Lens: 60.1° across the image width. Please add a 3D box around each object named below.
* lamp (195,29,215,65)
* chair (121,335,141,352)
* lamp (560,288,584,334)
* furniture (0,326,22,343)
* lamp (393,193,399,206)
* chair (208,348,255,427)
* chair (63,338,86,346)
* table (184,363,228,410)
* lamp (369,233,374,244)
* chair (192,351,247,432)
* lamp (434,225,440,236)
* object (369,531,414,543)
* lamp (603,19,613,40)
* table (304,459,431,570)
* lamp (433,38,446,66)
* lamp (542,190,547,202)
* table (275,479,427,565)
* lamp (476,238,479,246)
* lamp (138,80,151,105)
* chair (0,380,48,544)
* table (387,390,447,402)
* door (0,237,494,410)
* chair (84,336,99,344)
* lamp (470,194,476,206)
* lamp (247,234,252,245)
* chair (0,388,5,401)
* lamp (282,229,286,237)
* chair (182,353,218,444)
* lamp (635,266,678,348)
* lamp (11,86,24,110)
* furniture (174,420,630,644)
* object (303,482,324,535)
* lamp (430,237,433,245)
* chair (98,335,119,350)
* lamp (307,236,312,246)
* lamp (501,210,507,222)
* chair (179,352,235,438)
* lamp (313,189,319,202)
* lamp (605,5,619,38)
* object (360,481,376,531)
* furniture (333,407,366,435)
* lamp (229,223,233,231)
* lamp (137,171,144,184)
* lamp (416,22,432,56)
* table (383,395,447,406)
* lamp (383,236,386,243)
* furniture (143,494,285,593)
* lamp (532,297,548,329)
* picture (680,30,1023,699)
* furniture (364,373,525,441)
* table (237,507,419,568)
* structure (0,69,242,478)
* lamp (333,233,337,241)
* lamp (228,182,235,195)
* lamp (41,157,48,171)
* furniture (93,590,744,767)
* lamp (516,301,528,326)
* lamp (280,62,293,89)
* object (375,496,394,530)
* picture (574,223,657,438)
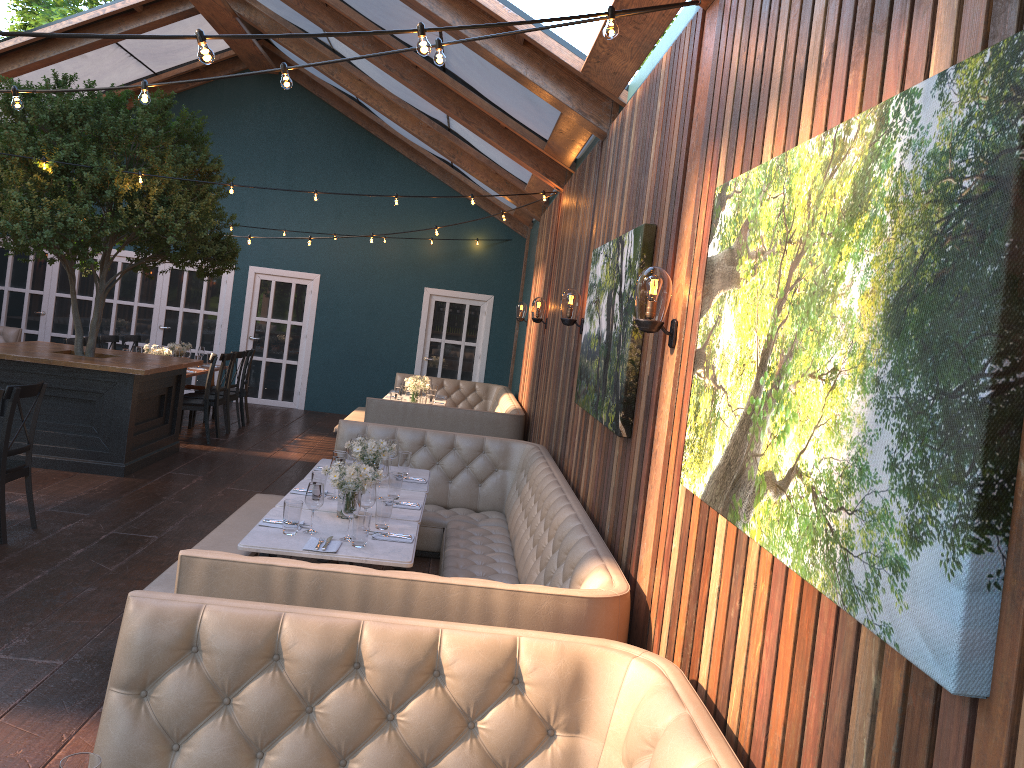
[{"bbox_3d":[-1.041,-1.144,3.004,0.071,0.116,0.056,7,1,19],"label":"lamp"},{"bbox_3d":[-5.015,-0.128,11.943,0.540,1.020,0.477,7,1,2],"label":"chair"},{"bbox_3d":[0.428,-0.523,6.314,0.178,0.320,0.146,7,1,-3],"label":"lamp"},{"bbox_3d":[-7.968,-0.334,10.900,1.708,0.858,4.168,7,4,-3],"label":"furniture"},{"bbox_3d":[-1.111,-1.780,8.536,0.056,0.121,0.056,7,1,-21],"label":"lamp"},{"bbox_3d":[-3.807,0.015,12.009,0.539,1.020,0.478,7,1,-8],"label":"chair"},{"bbox_3d":[-4.942,-0.002,10.264,0.539,1.020,0.478,7,1,-3],"label":"chair"},{"bbox_3d":[-4.402,0.150,11.125,0.950,0.729,2.437,7,4,-3],"label":"table"},{"bbox_3d":[-1.533,-1.594,9.684,0.056,0.121,0.056,7,1,-26],"label":"lamp"},{"bbox_3d":[-3.777,0.057,11.450,0.539,1.020,0.477,7,1,2],"label":"chair"},{"bbox_3d":[-0.802,-1.639,9.467,0.056,0.118,0.066,7,1,-27],"label":"lamp"},{"bbox_3d":[-0.617,0.757,4.428,0.255,0.019,0.158,7,4,-3],"label":"object"},{"bbox_3d":[0.409,-1.492,3.677,0.056,0.121,0.056,7,1,18],"label":"lamp"},{"bbox_3d":[-0.999,0.947,6.035,0.798,0.672,0.800,7,2,-4],"label":"table"},{"bbox_3d":[-0.314,-1.458,3.887,0.056,0.120,0.056,8,1,39],"label":"lamp"},{"bbox_3d":[0.334,-1.912,9.011,0.056,0.120,0.056,7,1,26],"label":"lamp"},{"bbox_3d":[-0.956,1.009,5.220,0.798,0.672,0.800,7,2,-3],"label":"table"},{"bbox_3d":[-0.554,-2.301,14.327,0.056,0.121,0.056,7,1,-21],"label":"lamp"},{"bbox_3d":[-1.779,-1.416,4.296,0.056,0.121,0.056,7,1,18],"label":"lamp"},{"bbox_3d":[-3.482,0.479,5.905,0.539,1.020,0.478,7,1,-3],"label":"chair"},{"bbox_3d":[-1.321,0.487,12.089,0.798,0.672,0.800,7,2,-4],"label":"table"},{"bbox_3d":[-4.477,-0.828,14.327,8.167,2.210,0.174,7,0,-3],"label":"door"},{"bbox_3d":[-5.020,-0.050,10.821,0.539,1.020,0.478,7,1,-8],"label":"chair"},{"bbox_3d":[-0.387,-1.827,8.761,0.064,0.118,0.056,7,1,6],"label":"lamp"},{"bbox_3d":[-2.999,-1.647,10.108,0.056,0.121,0.056,7,1,5],"label":"lamp"},{"bbox_3d":[-3.452,0.521,5.345,0.539,1.020,0.478,7,1,-8],"label":"chair"},{"bbox_3d":[-3.437,-2.288,13.369,0.060,0.119,0.056,7,1,21],"label":"lamp"},{"bbox_3d":[-3.736,0.141,10.313,0.538,1.020,0.479,7,1,-20],"label":"chair"},{"bbox_3d":[0.575,-0.313,3.549,0.178,0.320,0.146,7,1,-3],"label":"lamp"},{"bbox_3d":[-2.521,-1.455,4.507,0.067,0.117,0.057,6,1,-40],"label":"lamp"},{"bbox_3d":[-0.509,0.967,5.242,1.708,0.858,4.168,7,4,-3],"label":"furniture"},{"bbox_3d":[-0.973,0.607,4.335,0.092,0.244,0.092,7,1,0],"label":"object"},{"bbox_3d":[-1.276,-2.275,14.089,0.056,0.120,0.056,7,1,18],"label":"lamp"},{"bbox_3d":[-5.064,-0.095,11.379,0.539,1.020,0.477,7,1,2],"label":"chair"},{"bbox_3d":[-2.266,-1.601,9.909,0.056,0.121,0.056,7,1,-27],"label":"lamp"},{"bbox_3d":[-0.086,-1.758,9.260,0.074,0.115,0.056,7,1,3],"label":"lamp"},{"bbox_3d":[-3.747,0.100,10.890,0.539,1.020,0.478,7,1,-3],"label":"chair"},{"bbox_3d":[-1.830,-1.762,8.272,0.056,0.117,0.068,7,1,-6],"label":"lamp"},{"bbox_3d":[0.391,-1.414,3.460,0.062,0.119,0.056,7,1,-20],"label":"lamp"},{"bbox_3d":[-0.744,0.622,4.514,0.092,0.244,0.092,8,1,45],"label":"object"},{"bbox_3d":[-1.960,0.605,11.249,0.312,0.398,2.334,7,4,-4],"label":"furniture"},{"bbox_3d":[-4.160,-2.329,13.123,0.056,0.121,0.056,6,1,-42],"label":"lamp"},{"bbox_3d":[-3.262,-1.814,7.775,0.060,0.119,0.056,7,1,-18],"label":"lamp"},{"bbox_3d":[-0.320,-1.258,3.232,0.060,0.119,0.056,7,1,19],"label":"lamp"},{"bbox_3d":[-1.278,0.549,11.274,0.798,0.672,0.800,7,2,-3],"label":"table"},{"bbox_3d":[-1.990,-2.263,13.856,0.056,0.119,0.061,7,1,-3],"label":"lamp"},{"bbox_3d":[-1.638,1.066,5.184,0.312,0.398,2.334,7,4,-4],"label":"furniture"},{"bbox_3d":[0.282,-0.731,9.057,0.178,0.320,0.146,7,1,-3],"label":"lamp"},{"bbox_3d":[0.687,-0.096,2.119,0.065,0.997,1.654,7,3,-4],"label":"picture"},{"bbox_3d":[-0.830,0.508,11.274,1.708,0.858,4.168,7,4,-3],"label":"furniture"},{"bbox_3d":[-0.912,1.071,4.405,0.798,0.672,0.800,7,2,-4],"label":"table"},{"bbox_3d":[-4.085,-1.138,8.710,2.716,3.695,2.853,7,2,5],"label":"structure"},{"bbox_3d":[-2.719,-2.268,13.626,0.060,0.119,0.056,8,1,38],"label":"lamp"},{"bbox_3d":[-2.543,-1.776,8.025,0.060,0.119,0.056,7,1,20],"label":"lamp"},{"bbox_3d":[-3.977,-1.872,7.531,0.056,0.121,0.056,7,1,22],"label":"lamp"},{"bbox_3d":[-0.268,1.310,0.726,1.708,0.858,4.168,7,4,-3],"label":"furniture"},{"bbox_3d":[0.136,-0.940,11.801,0.178,0.320,0.146,7,1,-3],"label":"lamp"},{"bbox_3d":[-1.046,-1.428,4.108,0.063,0.118,0.056,7,1,-10],"label":"lamp"},{"bbox_3d":[-0.666,0.670,4.584,0.091,0.158,0.092,7,1,-17],"label":"object"},{"bbox_3d":[0.533,-0.308,4.906,0.065,0.997,1.654,7,3,-4],"label":"picture"}]
